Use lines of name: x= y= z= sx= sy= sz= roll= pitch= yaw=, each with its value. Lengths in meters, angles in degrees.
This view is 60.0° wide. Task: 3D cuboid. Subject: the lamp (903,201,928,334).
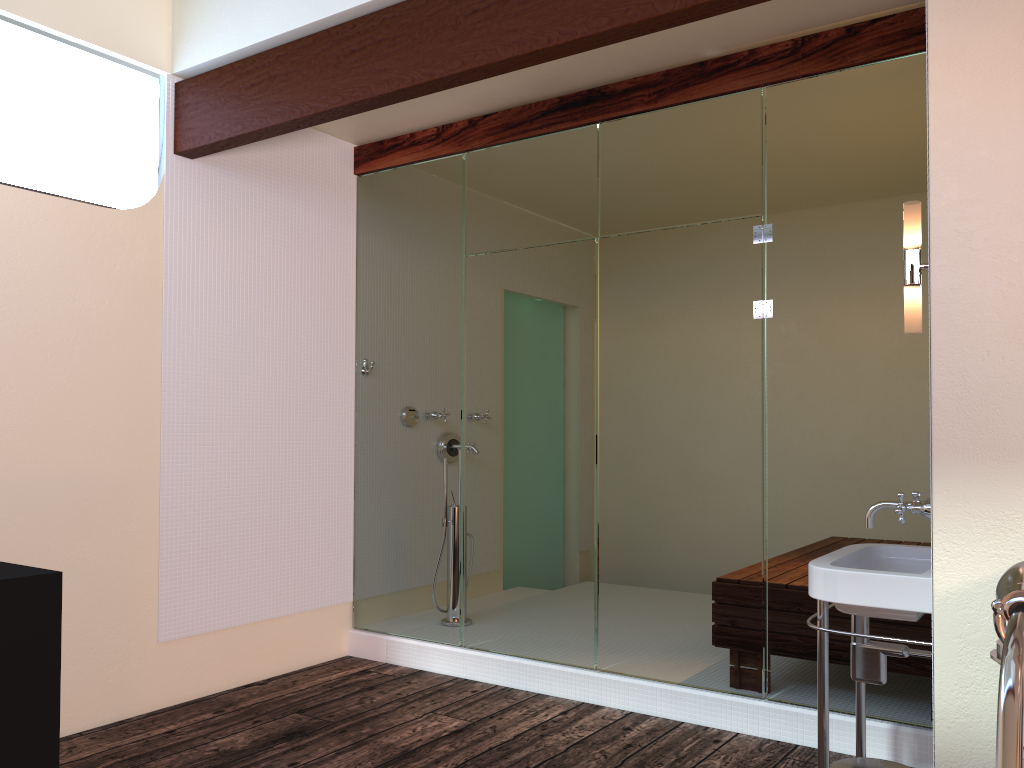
lamp: x=1.026 y=-0.326 z=2.219 sx=0.083 sy=0.365 sz=0.131 roll=-1 pitch=-2 yaw=34

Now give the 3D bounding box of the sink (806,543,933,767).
sink: x=1.043 y=0.921 z=2.424 sx=0.346 sy=0.784 sz=0.681 roll=-1 pitch=-3 yaw=34

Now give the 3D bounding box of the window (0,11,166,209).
window: x=-0.562 y=-1.145 z=1.698 sx=3.519 sy=0.675 sz=2.110 roll=-2 pitch=-4 yaw=34

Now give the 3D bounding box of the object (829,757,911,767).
object: x=0.867 y=1.181 z=2.101 sx=0.223 sy=0.306 sz=0.223 roll=0 pitch=-2 yaw=-1

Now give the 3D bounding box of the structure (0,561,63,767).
structure: x=-1.597 y=0.893 z=1.868 sx=0.801 sy=0.860 sz=0.870 roll=-1 pitch=-3 yaw=34

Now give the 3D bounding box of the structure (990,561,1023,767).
structure: x=0.186 y=0.676 z=0.567 sx=0.384 sy=1.119 sz=0.554 roll=2 pitch=-2 yaw=-41

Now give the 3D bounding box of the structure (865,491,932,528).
structure: x=1.075 y=0.378 z=2.389 sx=0.236 sy=0.122 sz=0.298 roll=-2 pitch=-4 yaw=34
